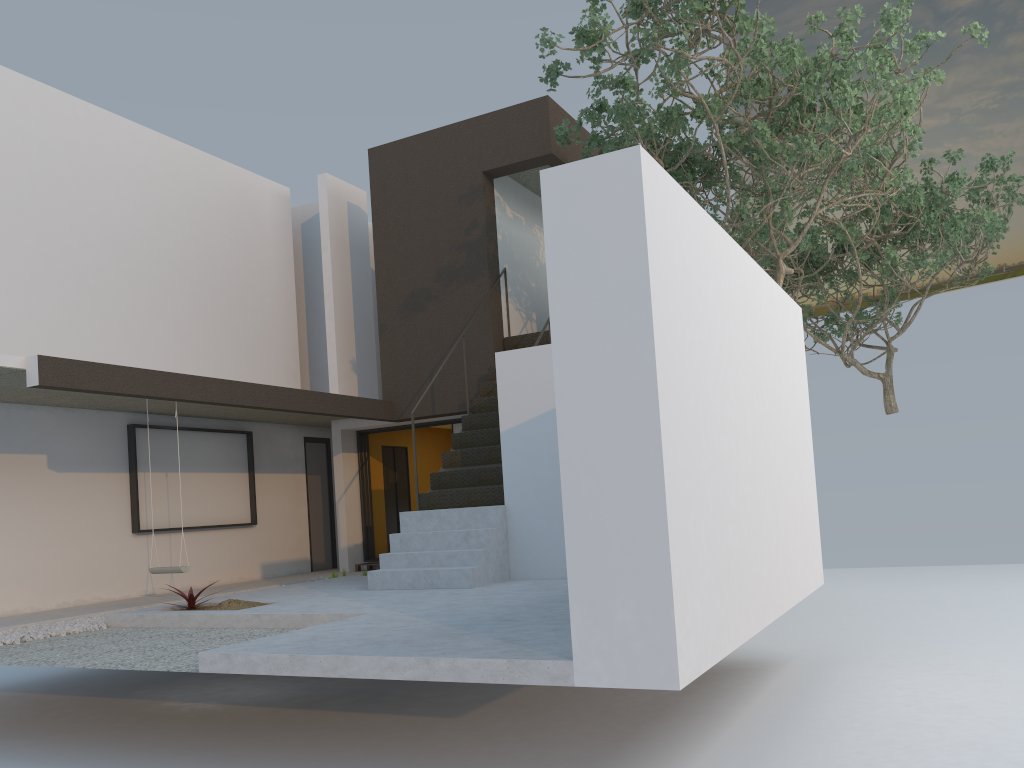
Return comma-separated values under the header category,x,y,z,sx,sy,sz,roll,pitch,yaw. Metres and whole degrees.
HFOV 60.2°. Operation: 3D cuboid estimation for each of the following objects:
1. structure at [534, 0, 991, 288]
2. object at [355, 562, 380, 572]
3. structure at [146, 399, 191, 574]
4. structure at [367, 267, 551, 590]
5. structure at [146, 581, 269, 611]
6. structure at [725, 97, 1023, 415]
category,x,y,z,sx,sy,sz,roll,pitch,yaw
structure,2.639,-2.233,9.576,4.338,3.681,5.780,-4,-6,7
object,-1.838,2.588,12.536,0.706,0.100,0.351,-8,-9,27
structure,-3.543,1.001,9.021,0.464,1.858,0.129,-5,-3,27
structure,0.501,0.262,11.229,1.162,3.925,6.569,-5,-7,27
structure,-2.691,1.920,7.868,1.208,0.290,0.749,-8,-8,27
structure,6.173,-1.812,15.166,5.513,4.679,7.346,-4,-6,7
